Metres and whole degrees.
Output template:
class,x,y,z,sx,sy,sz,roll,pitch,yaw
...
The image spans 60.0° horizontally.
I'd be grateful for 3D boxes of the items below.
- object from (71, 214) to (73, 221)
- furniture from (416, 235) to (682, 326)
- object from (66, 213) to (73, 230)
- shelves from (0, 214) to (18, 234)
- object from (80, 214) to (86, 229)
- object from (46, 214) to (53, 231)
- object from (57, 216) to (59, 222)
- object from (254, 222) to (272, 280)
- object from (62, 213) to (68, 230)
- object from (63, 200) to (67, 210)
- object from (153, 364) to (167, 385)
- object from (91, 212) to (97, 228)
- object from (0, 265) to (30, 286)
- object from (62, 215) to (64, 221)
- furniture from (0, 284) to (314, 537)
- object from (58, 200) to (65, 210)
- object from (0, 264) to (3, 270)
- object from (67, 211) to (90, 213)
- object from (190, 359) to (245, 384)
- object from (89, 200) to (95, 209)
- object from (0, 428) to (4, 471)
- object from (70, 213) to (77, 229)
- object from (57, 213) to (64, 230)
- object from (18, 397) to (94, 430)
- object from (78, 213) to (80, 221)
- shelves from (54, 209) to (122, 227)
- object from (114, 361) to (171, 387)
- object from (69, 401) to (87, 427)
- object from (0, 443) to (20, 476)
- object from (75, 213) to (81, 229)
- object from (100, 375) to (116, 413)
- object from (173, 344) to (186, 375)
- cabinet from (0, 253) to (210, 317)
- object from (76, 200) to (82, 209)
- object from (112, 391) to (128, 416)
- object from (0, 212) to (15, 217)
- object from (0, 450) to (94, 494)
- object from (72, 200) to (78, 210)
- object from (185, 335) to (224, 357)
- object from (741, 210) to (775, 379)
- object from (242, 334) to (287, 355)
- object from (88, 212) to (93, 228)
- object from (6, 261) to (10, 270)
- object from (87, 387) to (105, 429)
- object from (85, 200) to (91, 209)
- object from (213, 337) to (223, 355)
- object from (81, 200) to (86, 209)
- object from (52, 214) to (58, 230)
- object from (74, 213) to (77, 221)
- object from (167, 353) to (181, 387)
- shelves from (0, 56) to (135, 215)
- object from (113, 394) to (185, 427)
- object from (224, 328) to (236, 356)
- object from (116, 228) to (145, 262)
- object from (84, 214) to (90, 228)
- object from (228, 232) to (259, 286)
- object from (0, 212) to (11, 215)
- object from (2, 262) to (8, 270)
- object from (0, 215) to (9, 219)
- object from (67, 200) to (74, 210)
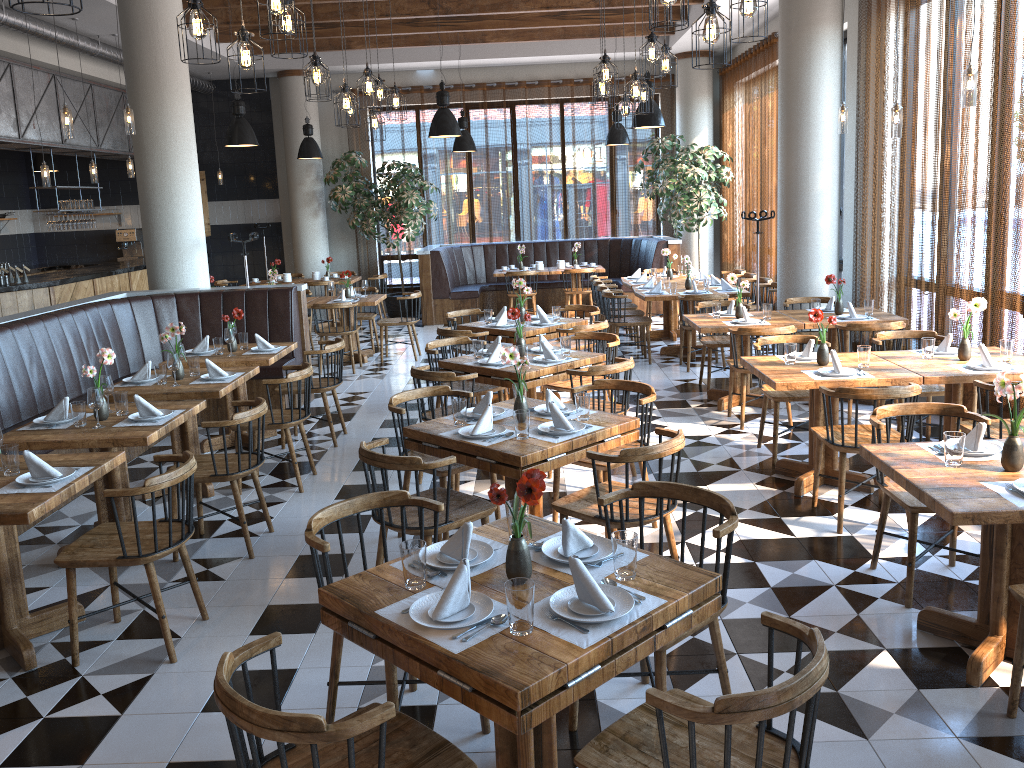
class,x,y,z,sx,sy,sz,roll,pitch,yaw
object,-6.018,-2.230,12.132,0.081,0.214,0.082,-4,10,-7
furniture,0.594,-1.735,14.495,4.037,1.142,1.932,-2,11,1
object,-5.891,-2.162,11.778,0.081,0.214,0.082,-4,10,-7
shelves,-8.209,-2.503,13.934,0.300,0.295,1.049,-2,12,1
object,-5.886,-2.236,12.129,0.081,0.214,0.082,-4,10,-7
object,-6.026,-2.107,11.547,0.081,0.214,0.082,-4,10,-7
object,-6.023,-2.157,11.781,0.081,0.214,0.082,-4,10,-7
object,-4.166,-1.904,15.069,0.375,1.647,0.377,2,11,23
object,-5.892,-2.137,11.661,0.081,0.214,0.082,-4,10,-7
object,-6.020,-2.411,11.939,0.080,0.131,0.080,4,12,31
object,-2.333,-0.064,5.889,0.080,0.131,0.080,-2,10,1
object,-5.882,-2.302,12.445,0.081,0.214,0.082,-4,10,-7
object,-5.838,-1.233,10.087,0.421,0.202,0.603,-2,12,1
object,-6.022,-2.181,11.898,0.081,0.214,0.082,-4,10,-7
furniture,-2.976,0.302,5.512,1.917,1.142,6.637,-2,12,1
object,-6.022,-2.386,11.822,0.080,0.131,0.080,4,12,31
object,-8.155,-1.875,14.120,0.094,0.135,0.047,-3,10,-4
object,-7.436,-2.951,15.250,0.351,0.060,0.234,0,12,13
object,-2.003,-0.107,6.016,0.272,0.136,0.354,-2,12,1
object,-5.891,-2.513,12.401,0.080,0.131,0.080,4,12,31
object,-2.349,0.286,4.020,0.081,0.214,0.082,4,12,32
object,-5.889,-2.186,11.895,0.081,0.214,0.082,-4,10,-7
object,-5.894,-2.113,11.544,0.081,0.214,0.082,-4,10,-7
object,-2.542,0.141,4.942,0.272,0.136,0.354,-2,12,1
object,-6.016,-2.275,12.344,0.081,0.214,0.082,-4,10,-7
shelves,-7.296,-2.835,15.253,1.041,0.295,0.302,-2,11,1
object,-2.528,-0.088,6.035,0.272,0.136,0.354,-2,12,1
object,-2.348,0.164,4.803,0.080,0.131,0.080,-2,10,1
object,-2.233,0.339,3.944,0.080,0.131,0.080,-5,10,-14
object,-5.887,-2.211,12.012,0.081,0.214,0.082,-4,10,-7
object,-2.335,0.058,5.109,0.081,0.214,0.082,4,12,32
object,-2.320,-0.170,6.195,0.081,0.214,0.081,-9,12,-35
cabinet,-6.810,-1.032,12.651,3.027,1.156,6.039,-2,12,1
object,-5.896,-2.440,12.052,0.080,0.131,0.080,4,12,31
object,-2.219,0.111,5.033,0.080,0.131,0.080,-5,10,-14
object,-8.184,-2.701,14.189,0.243,0.084,0.349,4,14,31
object,-2.032,0.350,3.839,0.272,0.136,0.354,-2,12,1
object,-5.897,-2.415,11.936,0.080,0.131,0.080,4,12,31
object,-2.513,-0.321,7.142,0.272,0.136,0.354,-2,12,1
object,2.467,-0.902,8.894,0.375,1.647,0.377,-5,10,-16
object,-1.989,-0.340,7.123,0.272,0.136,0.354,-2,12,1
object,-5.883,-2.280,12.341,0.081,0.214,0.082,-4,10,-7
object,-8.152,-1.913,14.302,0.094,0.135,0.047,-7,11,-23
object,-2.230,0.128,4.752,0.081,0.214,0.082,-4,10,-7
object,-5.893,-2.489,12.285,0.080,0.131,0.080,4,12,31
object,-2.319,-0.297,7.001,0.080,0.131,0.080,-2,10,1
object,-5.894,-2.464,12.169,0.080,0.131,0.080,4,12,31
object,-6.025,-2.132,11.664,0.081,0.214,0.082,-4,10,-7
object,-6.017,-2.253,12.242,0.081,0.214,0.082,-4,10,-7
object,-2.216,-0.094,5.811,0.081,0.214,0.081,-9,12,-35
shelves,-6.066,-3.275,12.329,0.682,1.782,5.909,-2,12,1
object,-2.018,0.122,4.922,0.272,0.136,0.354,-2,12,1
object,-2.201,-0.327,6.919,0.081,0.214,0.082,-1,10,10
object,-6.545,-2.382,15.162,0.355,0.565,0.554,-2,11,1
object,-5.884,-2.259,12.239,0.081,0.214,0.082,-4,10,-7
object,-2.682,-0.717,9.088,0.375,1.647,0.376,-6,10,-21
object,-8.216,-2.714,14.194,0.243,0.070,0.351,-4,12,-5
object,-8.154,-1.894,14.212,0.093,0.135,0.047,-2,10,2
object,-8.220,-2.679,14.200,0.243,0.059,0.352,-3,12,-3
object,-5.899,-2.391,11.820,0.080,0.131,0.080,4,12,31
